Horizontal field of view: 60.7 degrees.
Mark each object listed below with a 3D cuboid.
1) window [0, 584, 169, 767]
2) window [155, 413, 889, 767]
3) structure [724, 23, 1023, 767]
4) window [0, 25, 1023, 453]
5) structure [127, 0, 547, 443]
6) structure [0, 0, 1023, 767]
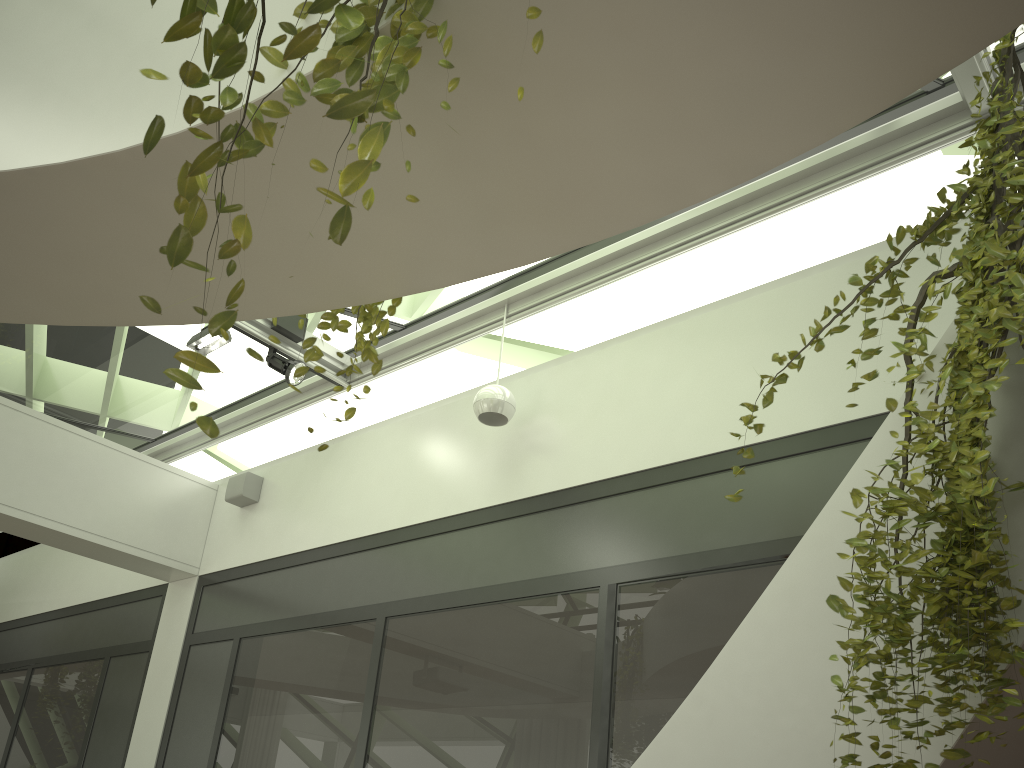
[{"bbox_3d":[-5.356,3.844,8.149,7.325,3.068,0.052,-19,-32,39],"label":"window"},{"bbox_3d":[0.334,1.851,3.378,7.235,3.068,0.052,-18,-32,39],"label":"window"},{"bbox_3d":[1.093,0.071,2.023,0.631,1.999,1.099,20,-27,-31],"label":"structure"},{"bbox_3d":[-4.833,-0.749,5.440,17.051,0.052,5.919,-19,-37,38],"label":"window"},{"bbox_3d":[-0.126,-1.157,0.044,1.228,1.753,3.410,2,-27,8],"label":"structure"},{"bbox_3d":[-1.626,0.548,1.397,6.118,3.999,25.000,26,-34,-35],"label":"structure"}]
